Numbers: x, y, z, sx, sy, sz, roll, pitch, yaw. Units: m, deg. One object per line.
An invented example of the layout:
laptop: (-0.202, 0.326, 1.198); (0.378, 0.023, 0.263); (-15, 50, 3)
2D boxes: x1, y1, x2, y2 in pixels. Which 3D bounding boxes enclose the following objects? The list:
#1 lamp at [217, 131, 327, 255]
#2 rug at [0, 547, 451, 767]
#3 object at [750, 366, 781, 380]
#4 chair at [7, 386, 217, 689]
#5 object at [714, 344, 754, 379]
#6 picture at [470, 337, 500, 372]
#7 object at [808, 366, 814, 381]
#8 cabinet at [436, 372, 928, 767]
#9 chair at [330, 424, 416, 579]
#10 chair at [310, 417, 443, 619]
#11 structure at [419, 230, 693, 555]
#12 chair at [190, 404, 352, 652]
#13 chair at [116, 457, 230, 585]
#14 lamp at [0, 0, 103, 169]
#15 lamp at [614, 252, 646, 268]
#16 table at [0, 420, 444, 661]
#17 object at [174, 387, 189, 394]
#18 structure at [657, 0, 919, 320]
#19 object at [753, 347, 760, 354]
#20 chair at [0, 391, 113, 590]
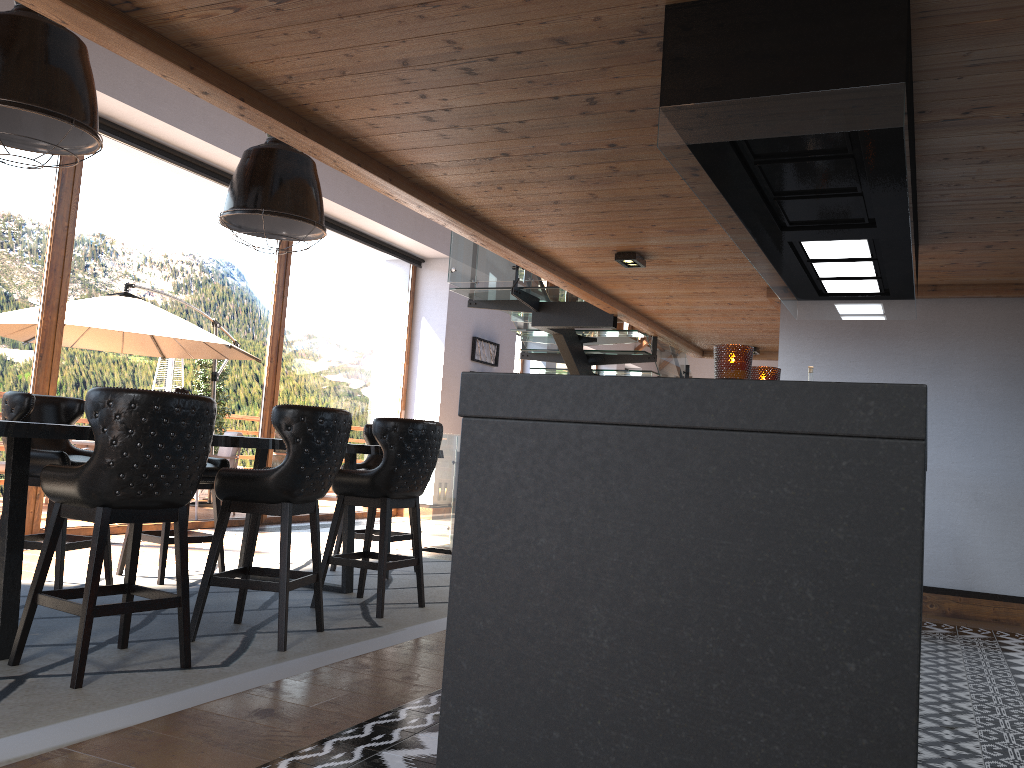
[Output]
lamp: (-1.256, -3.112, 5.434); (0.626, 4.691, 0.616); (6, -6, -20)
rug: (-1.614, 1.220, 4.916); (2.529, 0.047, 5.674); (2, -5, 25)
object: (0.601, 0.002, 2.118); (0.080, 0.081, 0.078); (6, -5, -20)
chair: (-1.490, 0.572, 3.434); (0.562, 1.093, 0.509); (1, -6, 34)
object: (0.445, -0.035, 1.786); (0.080, 0.081, 0.078); (6, -5, -20)
picture: (-0.421, 0.013, 12.968); (0.058, 1.314, 0.780); (2, -6, 25)
object: (1.724, 0.126, 5.084); (0.224, 0.453, 0.226); (2, -6, 25)
cabinet: (1.276, 0.777, 3.791); (0.881, 1.105, 4.837); (2, -5, 25)
chair: (-0.943, 0.842, 6.520); (0.500, 1.093, 0.572); (2, -6, 24)
chair: (-0.717, 0.742, 5.047); (0.563, 1.093, 0.508); (2, -6, 24)
structure: (-1.189, 1.286, 10.287); (9.128, 6.407, 11.110); (2, -5, 25)
chair: (-1.082, 0.647, 4.152); (0.566, 1.093, 0.505); (3, -5, 9)
chair: (-2.157, 0.700, 5.640); (0.562, 1.093, 0.509); (1, -6, 34)
lamp: (-1.934, -3.272, 3.989); (0.626, 4.691, 0.616); (6, -6, -20)
lamp: (0.836, -0.880, 6.246); (0.154, 0.068, 0.263); (2, -5, 25)
table: (-1.774, 0.734, 4.690); (1.416, 0.951, 3.826); (2, -5, 25)
object: (-1.851, 0.136, 4.745); (0.222, 0.254, 0.115); (5, -5, -13)
structure: (1.477, -0.800, 4.106); (0.704, 0.477, 3.275); (2, -5, 25)
object: (2.854, -0.403, 10.552); (0.154, 0.068, 0.263); (2, -5, 25)
chair: (-2.564, 0.606, 4.923); (0.566, 1.093, 0.505); (3, -5, 9)
